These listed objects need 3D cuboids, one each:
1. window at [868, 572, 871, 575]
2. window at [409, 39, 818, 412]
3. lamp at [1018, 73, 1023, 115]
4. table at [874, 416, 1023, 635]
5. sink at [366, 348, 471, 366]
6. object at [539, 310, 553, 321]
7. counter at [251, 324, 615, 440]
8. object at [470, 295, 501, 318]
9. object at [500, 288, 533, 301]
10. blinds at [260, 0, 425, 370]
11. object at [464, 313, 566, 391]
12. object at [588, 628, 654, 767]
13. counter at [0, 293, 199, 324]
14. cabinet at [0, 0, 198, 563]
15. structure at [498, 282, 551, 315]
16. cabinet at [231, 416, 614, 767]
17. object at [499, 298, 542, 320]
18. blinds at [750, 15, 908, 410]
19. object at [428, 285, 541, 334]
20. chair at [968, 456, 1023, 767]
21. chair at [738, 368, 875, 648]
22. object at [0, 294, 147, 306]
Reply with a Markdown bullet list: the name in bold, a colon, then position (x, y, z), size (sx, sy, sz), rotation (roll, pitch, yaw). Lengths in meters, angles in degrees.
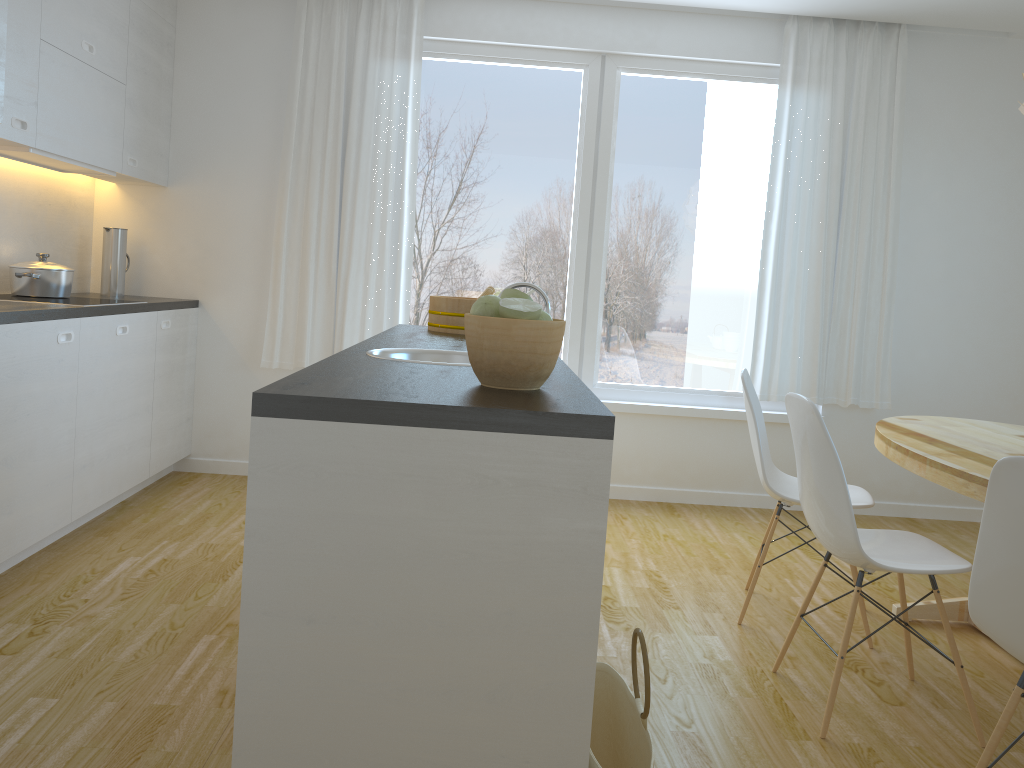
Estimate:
- **window**: position (2.339, -0.366, 2.117), size (2.548, 2.046, 1.888), rotation (4, 4, -2)
- **window**: position (0.440, -0.879, 4.980), size (2.726, 1.912, 0.088), rotation (4, 3, -2)
- **lamp**: position (1.886, -1.145, 2.593), size (0.647, 1.131, 0.642), rotation (4, 4, -3)
- **table**: position (1.820, 0.623, 2.672), size (1.193, 0.722, 2.201), rotation (4, 6, -3)
- **sink**: position (-0.190, 0.003, 2.350), size (0.405, 0.156, 0.404), rotation (9, 8, 40)
- **object**: position (0.039, -0.111, 1.800), size (0.081, 0.085, 0.098), rotation (1, 6, -37)
- **counter**: position (-0.160, -0.084, 2.663), size (0.600, 0.040, 2.412), rotation (4, 6, -2)
- **object**: position (-0.040, -0.132, 1.796), size (0.087, 0.098, 0.102), rotation (6, 5, 19)
- **object**: position (0.009, -0.164, 1.853), size (0.077, 0.071, 0.074), rotation (6, 5, 23)
- **blinds**: position (-0.888, -1.128, 4.737), size (0.795, 2.153, 0.150), rotation (4, 3, -2)
- **object**: position (0.002, -0.065, 1.790), size (0.205, 0.141, 0.206), rotation (0, 7, -40)
- **object**: position (0.633, 0.741, 1.941), size (1.188, 0.500, 0.473), rotation (1, 5, -24)
- **counter**: position (-1.987, -0.344, 3.833), size (0.600, 0.040, 2.010), rotation (4, 6, -2)
- **cabinet**: position (-1.887, -0.590, 3.221), size (0.481, 2.292, 3.216), rotation (4, 5, -2)
- **structure**: position (0.031, -0.160, 2.320), size (0.162, 0.214, 0.097), rotation (4, 3, -1)
- **cabinet**: position (-0.193, 0.388, 2.686), size (0.600, 0.906, 2.412), rotation (4, 6, -2)
- **object**: position (0.015, -0.134, 1.726), size (0.086, 0.065, 0.084), rotation (5, 5, 10)
- **blinds**: position (1.770, -0.950, 4.816), size (0.795, 2.153, 0.150), rotation (4, 3, -1)
- **object**: position (-0.138, -0.317, 3.633), size (0.379, 0.213, 0.430), rotation (7, 6, 26)
- **chair**: position (1.207, 0.591, 1.799), size (0.522, 0.898, 0.432), rotation (2, 4, -32)
- **chair**: position (1.087, 0.415, 3.286), size (0.524, 0.898, 0.431), rotation (5, 4, 18)
- **object**: position (-1.989, -0.363, 3.836), size (0.561, 0.013, 0.657), rotation (4, 6, -2)
